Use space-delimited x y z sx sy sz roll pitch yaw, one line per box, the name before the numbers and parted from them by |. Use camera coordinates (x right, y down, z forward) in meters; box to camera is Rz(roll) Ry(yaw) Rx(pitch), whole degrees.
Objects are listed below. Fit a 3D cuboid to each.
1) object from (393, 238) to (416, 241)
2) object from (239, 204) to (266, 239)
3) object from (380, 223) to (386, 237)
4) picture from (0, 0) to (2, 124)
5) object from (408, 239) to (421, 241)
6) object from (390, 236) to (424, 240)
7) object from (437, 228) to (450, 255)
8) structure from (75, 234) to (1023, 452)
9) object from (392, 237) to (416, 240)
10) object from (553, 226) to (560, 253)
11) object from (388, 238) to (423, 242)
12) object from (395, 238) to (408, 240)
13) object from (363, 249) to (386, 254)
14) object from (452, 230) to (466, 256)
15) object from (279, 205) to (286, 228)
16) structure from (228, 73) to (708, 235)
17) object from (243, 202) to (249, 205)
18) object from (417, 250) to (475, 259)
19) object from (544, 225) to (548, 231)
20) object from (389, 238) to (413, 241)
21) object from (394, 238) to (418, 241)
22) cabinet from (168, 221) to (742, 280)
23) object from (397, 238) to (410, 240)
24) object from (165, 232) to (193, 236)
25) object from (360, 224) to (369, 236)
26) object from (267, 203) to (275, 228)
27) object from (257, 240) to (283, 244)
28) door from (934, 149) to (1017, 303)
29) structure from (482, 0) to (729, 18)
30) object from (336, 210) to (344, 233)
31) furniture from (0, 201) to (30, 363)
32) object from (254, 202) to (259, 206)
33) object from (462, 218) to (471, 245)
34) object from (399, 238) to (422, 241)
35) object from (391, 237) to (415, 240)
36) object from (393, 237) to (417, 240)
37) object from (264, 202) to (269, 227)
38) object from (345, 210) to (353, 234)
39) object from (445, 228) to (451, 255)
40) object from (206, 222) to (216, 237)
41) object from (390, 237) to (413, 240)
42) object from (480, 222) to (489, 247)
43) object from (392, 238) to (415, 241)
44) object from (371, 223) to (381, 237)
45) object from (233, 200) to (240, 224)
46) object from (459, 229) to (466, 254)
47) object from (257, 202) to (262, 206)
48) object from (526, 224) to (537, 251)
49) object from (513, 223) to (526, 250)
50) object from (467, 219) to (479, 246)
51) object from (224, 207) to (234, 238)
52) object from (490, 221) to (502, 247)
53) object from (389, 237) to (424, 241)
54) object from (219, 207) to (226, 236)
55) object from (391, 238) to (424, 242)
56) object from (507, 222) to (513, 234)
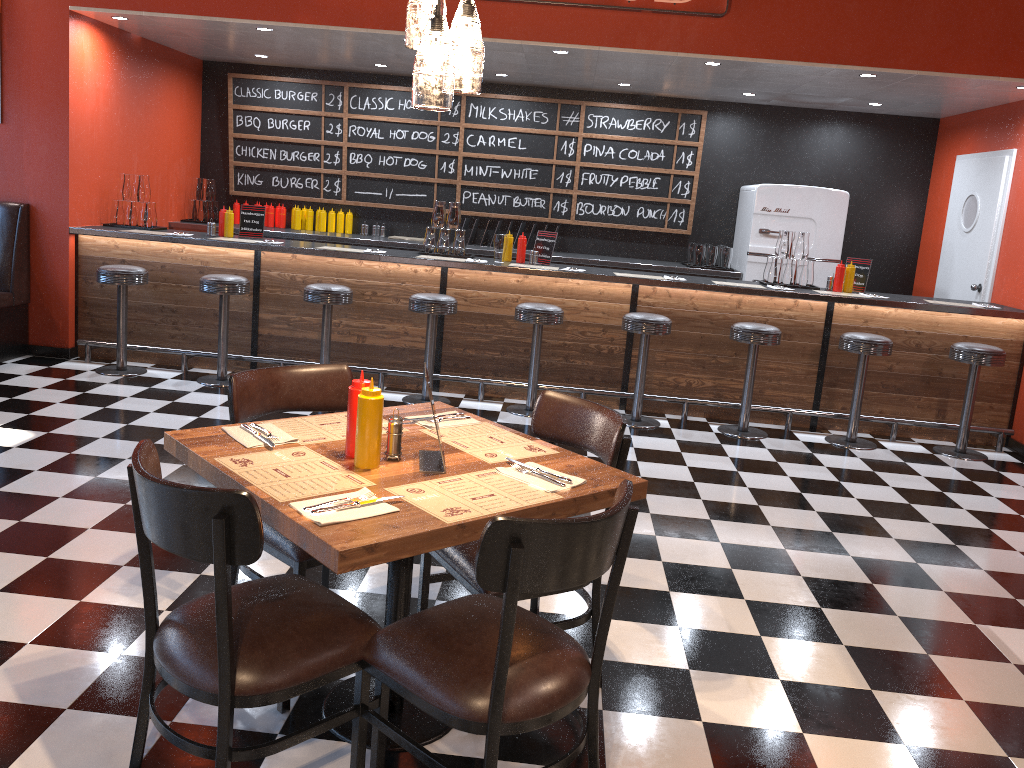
object | -0.995 -1.410 8.627 0.365 0.001 0.263 5 12 2
object | -2.054 -1.282 7.005 0.188 0.255 0.073 4 10 -7
object | -1.258 -1.500 8.646 0.046 0.135 0.094 5 10 -2
picture | -4.194 -2.593 6.413 1.023 1.292 0.016 5 10 3
object | -0.994 -1.413 8.626 0.365 0.001 0.263 6 12 7
object | -0.994 -1.421 8.625 0.365 0.001 0.263 6 12 4
object | -0.527 -1.100 6.872 0.105 0.207 0.106 -4 13 -41
structure | 0.156 -0.281 6.530 7.041 1.032 0.217 6 10 3
object | -0.994 -1.419 8.625 0.365 0.001 0.263 6 12 3
object | 0.405 -1.399 8.544 0.072 0.255 0.189 6 11 8
object | -0.995 -1.407 8.627 0.365 0.001 0.263 6 12 4
object | -0.995 -1.412 8.626 0.365 0.001 0.263 6 12 5
object | -1.035 -1.008 6.702 0.157 0.019 0.257 5 12 -1
object | -0.406 -1.086 6.858 0.105 0.207 0.106 -4 13 -41
object | -2.251 -1.648 8.692 0.068 0.236 0.068 6 10 5
structure | -0.490 -2.205 8.506 4.543 1.138 0.201 6 10 3
object | -2.621 -1.686 8.721 0.068 0.236 0.068 8 10 19
object | -0.515 -1.016 6.946 0.437 0.018 0.275 6 12 3
object | 0.294 -1.410 8.549 0.074 0.256 0.190 6 10 5
object | -0.995 -1.408 8.627 0.365 0.001 0.263 6 12 3
object | -0.995 -1.411 8.627 0.365 0.001 0.263 6 12 6
cabinet | -0.579 -0.834 8.496 5.285 0.992 0.680 6 10 3
object | -0.994 -1.414 8.626 0.365 0.001 0.263 5 12 0
object | -2.523 -1.144 6.742 0.157 0.019 0.257 5 12 -1
object | -1.443 -1.525 8.689 0.094 0.135 0.047 13 13 37
object | -2.363 -1.655 8.681 0.068 0.236 0.068 6 10 5
object | -1.833 -1.081 6.721 0.157 0.019 0.257 7 12 8
door | 3.766 -0.839 7.447 0.161 2.163 1.034 5 10 3
structure | 0.036 -2.830 6.032 2.875 0.435 0.123 6 10 3
object | -1.683 -1.601 8.697 0.068 0.236 0.068 6 10 4
furniture | -4.499 -0.794 6.366 1.709 1.146 0.711 5 10 3
object | -2.522 -1.685 8.757 0.068 0.236 0.068 6 10 5
object | -0.467 -1.484 8.594 0.070 0.256 0.190 7 11 10
object | -0.994 -1.415 8.626 0.365 0.001 0.263 5 12 3
object | -0.994 -1.418 8.625 0.365 0.001 0.263 6 12 4
object | -0.994 -1.420 8.625 0.365 0.001 0.263 5 12 2
object | -2.427 -1.675 8.748 0.068 0.236 0.068 6 10 5
object | -1.598 -1.592 8.693 0.068 0.236 0.068 6 10 5
object | -0.527 -1.123 6.980 0.105 0.207 0.106 -4 13 -41
object | -2.326 -1.210 6.854 0.094 0.135 0.047 13 13 37
object | -0.994 -1.417 8.626 0.365 0.001 0.263 5 12 3
object | -0.264 -1.464 8.579 0.072 0.255 0.190 5 10 -2
object | -0.995 -1.409 8.627 0.365 0.001 0.263 6 12 5
object | -1.330 -1.516 8.691 0.094 0.135 0.047 -4 13 -41
object | -2.713 -1.694 8.720 0.068 0.236 0.068 1 10 -20
object | -0.409 -1.111 6.974 0.105 0.207 0.106 -4 13 -41
object | -2.476 -1.663 8.670 0.068 0.236 0.068 1 10 -20
object | 0.182 -1.421 8.556 0.072 0.255 0.189 6 11 8
object | 0.071 -1.432 8.562 0.072 0.255 0.189 7 11 13
object | -0.375 -1.474 8.583 0.073 0.258 0.194 6 10 5
object | -2.198 -1.258 6.884 0.068 0.236 0.068 6 10 4
object | -0.152 -1.453 8.574 0.072 0.255 0.189 6 11 8
object | -0.994 -1.416 8.626 0.365 0.001 0.263 6 12 6
object | -2.266 -1.280 6.958 0.068 0.236 0.068 6 10 4
object | -0.995 -1.408 8.627 0.365 0.001 0.263 7 12 8
object | -0.042 -1.442 8.567 0.070 0.256 0.190 6 10 6
